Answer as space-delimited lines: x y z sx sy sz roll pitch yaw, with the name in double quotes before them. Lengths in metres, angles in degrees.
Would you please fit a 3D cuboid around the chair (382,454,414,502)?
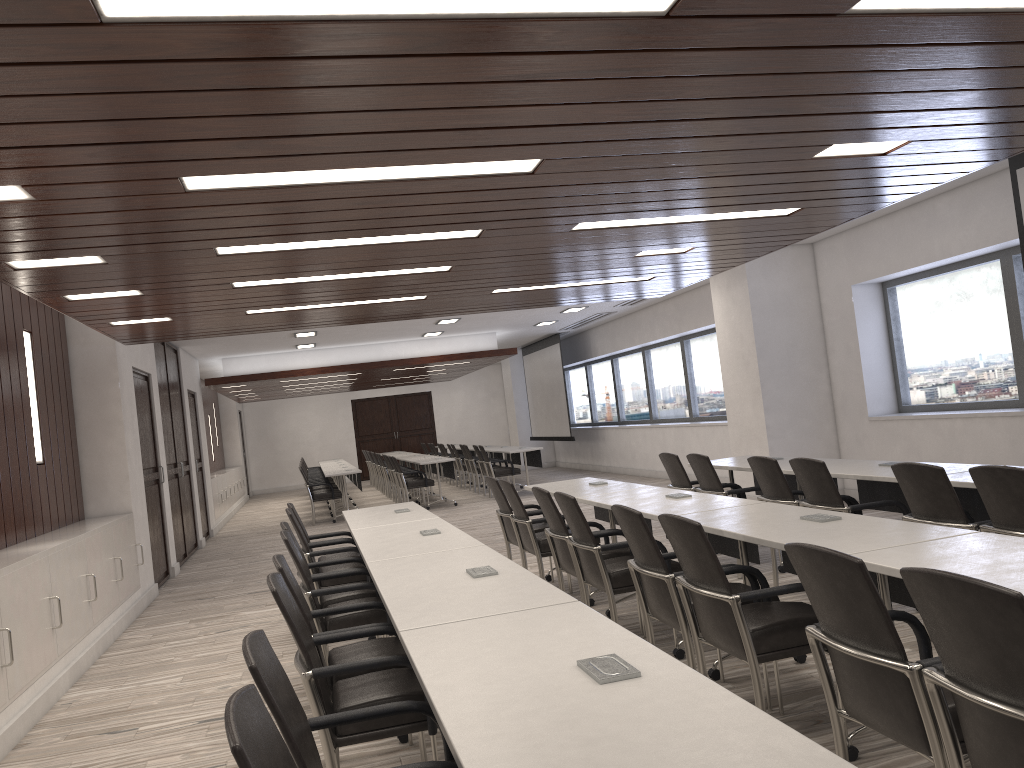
"chair" -2.093 1.752 16.798 0.638 0.939 0.513 -6 -2 -14

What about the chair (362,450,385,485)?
"chair" -3.472 2.115 22.716 0.638 0.939 0.513 -6 -2 -14

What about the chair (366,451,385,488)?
"chair" -3.119 2.024 21.242 0.638 0.939 0.513 -6 -2 -13

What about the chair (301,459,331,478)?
"chair" -4.480 2.155 20.379 0.638 0.939 0.513 -6 -2 -14

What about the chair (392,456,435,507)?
"chair" -1.637 1.631 14.809 0.638 0.939 0.513 -6 -2 -13

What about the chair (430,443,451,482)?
"chair" -1.566 1.834 21.070 0.638 0.939 0.513 -6 -2 -14

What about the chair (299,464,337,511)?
"chair" -3.569 1.915 16.462 0.638 0.939 0.513 -6 -2 -13

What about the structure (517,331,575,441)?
"structure" 0.718 0.095 19.594 0.438 2.329 3.550 -6 -2 -13

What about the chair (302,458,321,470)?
"chair" -4.814 2.245 21.860 0.638 0.939 0.513 -6 -2 -14

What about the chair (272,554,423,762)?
"chair" -0.612 1.133 3.667 0.638 0.939 0.513 -6 -2 -14

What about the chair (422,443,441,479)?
"chair" -1.908 1.925 22.551 0.638 0.939 0.513 -6 -2 -12

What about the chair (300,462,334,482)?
"chair" -3.908 2.004 17.918 0.638 0.939 0.513 -6 -2 -13

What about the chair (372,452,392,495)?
"chair" -2.673 1.904 19.252 0.638 0.939 0.513 -6 -2 -13

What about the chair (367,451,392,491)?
"chair" -3.010 1.994 20.735 0.638 0.939 0.513 -6 -2 -13

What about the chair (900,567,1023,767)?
"chair" 1.318 0.849 2.025 0.638 0.939 0.513 -6 -2 -13

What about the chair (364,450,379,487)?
"chair" -3.340 2.083 22.216 0.638 0.939 0.513 -6 -2 -13

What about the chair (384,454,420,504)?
"chair" -1.977 1.721 16.292 0.638 0.939 0.513 -6 -2 -14

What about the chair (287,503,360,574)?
"chair" -1.305 1.315 6.628 0.638 0.939 0.513 -6 -2 -14

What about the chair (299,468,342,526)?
"chair" -3.101 1.792 14.461 0.638 0.939 0.513 -6 -2 -12

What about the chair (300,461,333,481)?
"chair" -4.143 2.065 18.897 0.638 0.939 0.513 -6 -2 -13

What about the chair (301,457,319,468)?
"chair" -4.935 2.276 22.369 0.638 0.939 0.513 -6 -2 -13

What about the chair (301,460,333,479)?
"chair" -4.245 2.095 19.411 0.638 0.939 0.513 -6 -2 -14

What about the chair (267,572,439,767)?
"chair" -0.493 1.101 3.150 0.638 0.939 0.513 -6 -2 -13

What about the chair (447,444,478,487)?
"chair" -0.999 1.684 18.620 0.638 0.939 0.513 -6 -2 -13

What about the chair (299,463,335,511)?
"chair" -3.798 1.974 17.412 0.638 0.939 0.513 -6 -2 -13

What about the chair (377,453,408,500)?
"chair" -2.327 1.812 17.770 0.638 0.939 0.513 -6 -2 -13

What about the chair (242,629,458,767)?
"chair" -0.285 1.044 2.188 0.638 0.939 0.513 -6 -2 -14

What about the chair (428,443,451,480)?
"chair" -1.683 1.866 21.589 0.638 0.939 0.513 -6 -2 -13

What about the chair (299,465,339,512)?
"chair" -3.450 1.883 15.943 0.638 0.939 0.513 -6 -2 -14

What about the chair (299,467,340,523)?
"chair" -3.227 1.824 14.968 0.638 0.939 0.513 -6 -2 -14

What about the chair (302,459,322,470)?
"chair" -4.599 2.186 20.890 0.638 0.939 0.513 -6 -2 -13

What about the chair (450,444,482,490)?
"chair" -0.883 1.653 18.110 0.638 0.939 0.513 -6 -2 -13

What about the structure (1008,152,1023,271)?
"structure" 4.113 -0.804 4.881 0.438 2.329 3.550 -6 -2 -13

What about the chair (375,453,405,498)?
"chair" -2.446 1.844 18.272 0.638 0.939 0.513 -6 -2 -13

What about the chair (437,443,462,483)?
"chair" -1.325 1.773 20.103 0.638 0.939 0.513 -6 -2 -14

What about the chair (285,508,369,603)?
"chair" -1.185 1.283 6.113 0.638 0.939 0.513 -6 -2 -14

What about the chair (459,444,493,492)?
"chair" -0.645 1.593 17.149 0.638 0.939 0.513 -6 -2 -14

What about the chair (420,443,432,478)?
"chair" -2.017 1.955 23.060 0.638 0.939 0.513 -6 -2 -13

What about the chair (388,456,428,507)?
"chair" -1.769 1.664 15.325 0.638 0.939 0.513 -6 -2 -14

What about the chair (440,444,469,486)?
"chair" -1.213 1.743 19.590 0.638 0.939 0.513 -6 -2 -13

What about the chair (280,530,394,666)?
"chair" -0.834 1.192 4.635 0.638 0.939 0.513 -6 -2 -13

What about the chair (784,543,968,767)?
"chair" 1.193 0.881 2.528 0.638 0.939 0.513 -6 -2 -13

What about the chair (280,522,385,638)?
"chair" -0.965 1.224 5.138 0.638 0.939 0.513 -6 -2 -14

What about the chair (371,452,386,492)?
"chair" -2.781 1.934 19.764 0.638 0.939 0.513 -6 -2 -13

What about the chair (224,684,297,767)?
"chair" -0.158 1.011 1.669 0.638 0.939 0.513 -6 -2 -13
